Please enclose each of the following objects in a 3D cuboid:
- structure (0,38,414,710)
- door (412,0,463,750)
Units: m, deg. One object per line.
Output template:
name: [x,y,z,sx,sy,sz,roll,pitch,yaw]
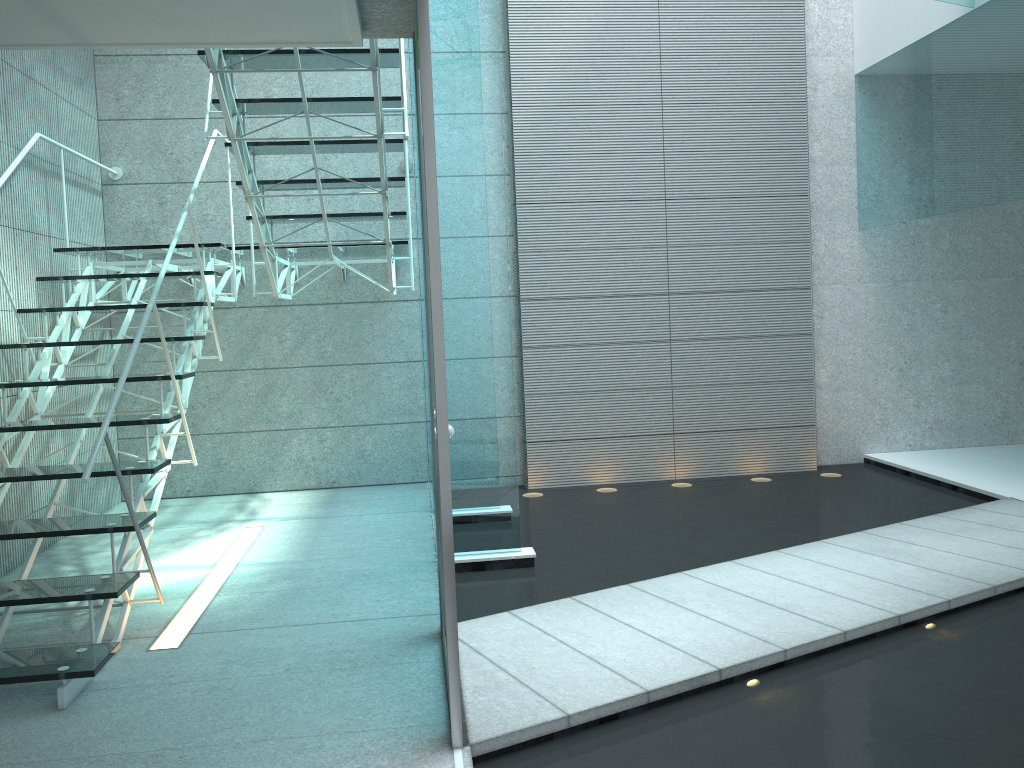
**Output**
structure: [-1.453,-2.171,4.048,1.910,5.998,3.300,-3,3,-6]
door: [-0.207,-0.138,2.626,0.076,2.061,0.866,-3,3,-6]
